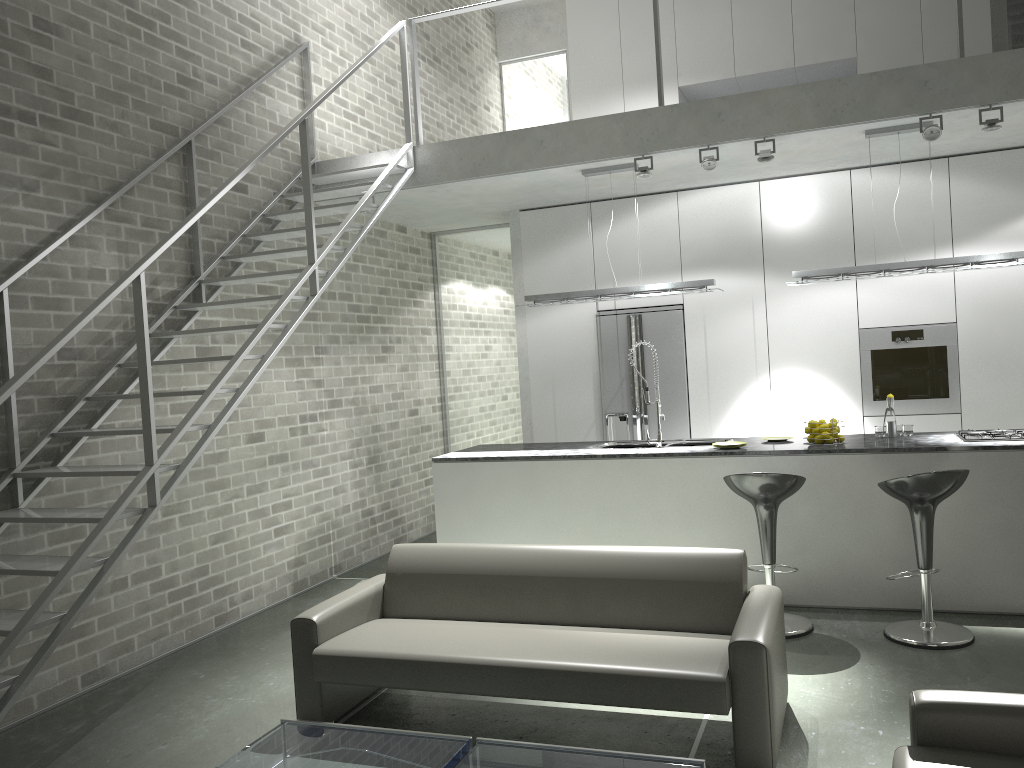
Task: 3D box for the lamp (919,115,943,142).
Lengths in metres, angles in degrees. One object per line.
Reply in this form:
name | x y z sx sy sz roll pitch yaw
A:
lamp | 2.588 -1.577 5.469 0.131 0.154 0.098 -3 1 21

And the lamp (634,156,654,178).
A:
lamp | 0.909 -1.498 6.119 0.109 0.136 0.109 -4 1 -27

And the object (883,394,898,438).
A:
object | 2.483 0.206 5.789 0.088 0.288 0.101 -5 2 -39

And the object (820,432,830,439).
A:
object | 1.980 0.328 5.609 0.061 0.054 0.052 -4 1 -12

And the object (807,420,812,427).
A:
object | 1.942 0.261 5.744 0.052 0.060 0.057 -4 1 -1

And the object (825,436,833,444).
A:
object | 2.016 0.353 5.633 0.051 0.053 0.063 -3 1 19

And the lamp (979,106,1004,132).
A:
lamp | 2.901 -1.604 5.368 0.109 0.135 0.109 -4 1 -21

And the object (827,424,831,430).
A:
object | 2.035 0.281 5.718 0.055 0.051 0.061 -3 1 5

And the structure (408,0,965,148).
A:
structure | 1.856 -2.400 5.731 5.560 0.972 0.070 -3 1 21

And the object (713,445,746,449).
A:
object | 1.416 0.408 5.768 0.217 0.017 0.216 -4 2 -37

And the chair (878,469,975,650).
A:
chair | 2.232 0.904 4.786 0.457 0.931 0.464 -3 1 2

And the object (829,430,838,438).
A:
object | 2.041 0.316 5.641 0.061 0.055 0.051 -4 1 -10

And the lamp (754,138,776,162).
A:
lamp | 1.670 -1.531 5.846 0.115 0.151 0.115 -4 1 -26

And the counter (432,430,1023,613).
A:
counter | 1.669 0.877 5.968 4.400 0.960 0.900 -3 1 21

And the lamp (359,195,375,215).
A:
lamp | 2.134 -1.610 7.728 6.854 0.136 0.110 -4 1 -14

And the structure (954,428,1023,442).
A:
structure | 3.013 0.307 5.433 0.500 0.038 0.500 -3 1 21

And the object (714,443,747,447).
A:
object | 1.416 0.398 5.768 0.217 0.017 0.216 -4 2 -37

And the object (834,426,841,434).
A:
object | 2.078 0.298 5.686 0.061 0.054 0.053 -4 2 -33

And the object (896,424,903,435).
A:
object | 2.574 0.306 5.922 0.064 0.070 0.063 -4 2 -31

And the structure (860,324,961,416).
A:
structure | 3.102 -0.102 6.923 0.692 0.680 0.036 -3 1 21

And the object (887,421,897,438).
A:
object | 2.477 0.297 5.782 0.060 0.106 0.060 -3 1 14

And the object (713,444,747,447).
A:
object | 1.416 0.403 5.768 0.217 0.017 0.216 -4 2 -37

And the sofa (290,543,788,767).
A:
sofa | 0.111 1.160 4.003 2.114 0.717 0.902 -3 1 21

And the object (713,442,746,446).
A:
object | 1.416 0.394 5.768 0.217 0.017 0.216 -4 2 -37

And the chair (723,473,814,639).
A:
chair | 1.478 0.943 5.107 0.457 0.931 0.464 -3 2 35

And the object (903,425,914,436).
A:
object | 2.608 0.306 5.835 0.064 0.070 0.063 -3 1 29

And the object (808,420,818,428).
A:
object | 1.935 0.259 5.692 0.053 0.051 0.063 -4 2 -32

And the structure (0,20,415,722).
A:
structure | -1.855 -0.505 4.852 0.902 4.246 4.345 -3 1 21

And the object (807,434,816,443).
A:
object | 1.931 0.349 5.714 0.060 0.057 0.052 -3 1 12

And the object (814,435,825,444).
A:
object | 1.967 0.354 5.664 0.064 0.063 0.074 -3 2 31

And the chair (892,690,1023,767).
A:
chair | 1.446 1.119 2.207 0.910 0.717 0.963 -3 1 21

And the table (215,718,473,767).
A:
table | -0.652 1.454 3.018 0.820 0.270 0.800 -3 1 21

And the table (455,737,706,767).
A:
table | 0.131 1.412 2.721 0.820 0.270 0.800 -3 1 21

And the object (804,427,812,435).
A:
object | 1.920 0.302 5.731 0.053 0.051 0.063 -4 1 -20

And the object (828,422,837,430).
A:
object | 2.039 0.265 5.646 0.051 0.053 0.063 -3 1 24

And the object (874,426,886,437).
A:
object | 2.448 0.315 5.891 0.064 0.070 0.063 -4 2 -31

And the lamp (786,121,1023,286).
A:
lamp | 2.553 -1.196 5.804 1.490 0.964 0.290 -3 1 21

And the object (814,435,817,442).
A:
object | 1.973 0.352 5.754 0.053 0.053 0.061 -5 2 -37

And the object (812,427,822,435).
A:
object | 1.952 0.303 5.678 0.062 0.053 0.052 -4 1 -17

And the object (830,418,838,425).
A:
object | 2.070 0.249 5.704 0.050 0.060 0.059 -3 1 10

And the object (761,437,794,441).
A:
object | 1.810 0.377 6.053 0.217 0.017 0.216 -5 2 -44

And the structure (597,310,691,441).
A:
structure | 1.167 0.337 7.699 0.743 1.900 0.160 -3 1 21

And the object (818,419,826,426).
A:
object | 1.994 0.252 5.700 0.051 0.053 0.063 -3 1 12

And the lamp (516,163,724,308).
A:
lamp | 0.744 -1.100 6.488 1.490 0.964 0.290 -3 1 21

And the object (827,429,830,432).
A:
object | 2.021 0.313 5.664 0.051 0.053 0.062 -3 1 19

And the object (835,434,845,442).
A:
object | 2.096 0.347 5.666 0.062 0.052 0.053 -5 2 -40

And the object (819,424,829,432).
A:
object | 1.983 0.281 5.634 0.061 0.052 0.053 -3 1 24

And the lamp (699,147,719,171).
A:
lamp | 1.323 -1.512 5.954 0.115 0.151 0.115 -4 1 -27

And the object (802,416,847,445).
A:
object | 2.006 0.294 5.699 0.189 0.174 0.207 -4 1 -24

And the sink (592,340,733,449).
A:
sink | 1.046 0.198 6.292 0.987 1.023 0.546 -3 1 21
